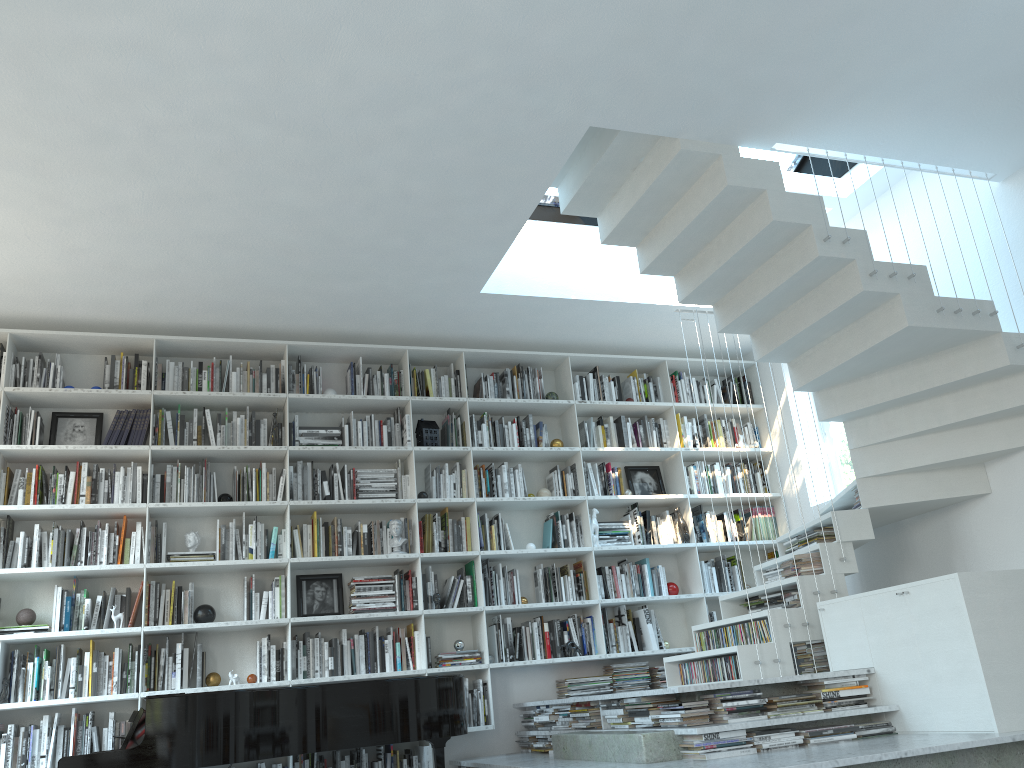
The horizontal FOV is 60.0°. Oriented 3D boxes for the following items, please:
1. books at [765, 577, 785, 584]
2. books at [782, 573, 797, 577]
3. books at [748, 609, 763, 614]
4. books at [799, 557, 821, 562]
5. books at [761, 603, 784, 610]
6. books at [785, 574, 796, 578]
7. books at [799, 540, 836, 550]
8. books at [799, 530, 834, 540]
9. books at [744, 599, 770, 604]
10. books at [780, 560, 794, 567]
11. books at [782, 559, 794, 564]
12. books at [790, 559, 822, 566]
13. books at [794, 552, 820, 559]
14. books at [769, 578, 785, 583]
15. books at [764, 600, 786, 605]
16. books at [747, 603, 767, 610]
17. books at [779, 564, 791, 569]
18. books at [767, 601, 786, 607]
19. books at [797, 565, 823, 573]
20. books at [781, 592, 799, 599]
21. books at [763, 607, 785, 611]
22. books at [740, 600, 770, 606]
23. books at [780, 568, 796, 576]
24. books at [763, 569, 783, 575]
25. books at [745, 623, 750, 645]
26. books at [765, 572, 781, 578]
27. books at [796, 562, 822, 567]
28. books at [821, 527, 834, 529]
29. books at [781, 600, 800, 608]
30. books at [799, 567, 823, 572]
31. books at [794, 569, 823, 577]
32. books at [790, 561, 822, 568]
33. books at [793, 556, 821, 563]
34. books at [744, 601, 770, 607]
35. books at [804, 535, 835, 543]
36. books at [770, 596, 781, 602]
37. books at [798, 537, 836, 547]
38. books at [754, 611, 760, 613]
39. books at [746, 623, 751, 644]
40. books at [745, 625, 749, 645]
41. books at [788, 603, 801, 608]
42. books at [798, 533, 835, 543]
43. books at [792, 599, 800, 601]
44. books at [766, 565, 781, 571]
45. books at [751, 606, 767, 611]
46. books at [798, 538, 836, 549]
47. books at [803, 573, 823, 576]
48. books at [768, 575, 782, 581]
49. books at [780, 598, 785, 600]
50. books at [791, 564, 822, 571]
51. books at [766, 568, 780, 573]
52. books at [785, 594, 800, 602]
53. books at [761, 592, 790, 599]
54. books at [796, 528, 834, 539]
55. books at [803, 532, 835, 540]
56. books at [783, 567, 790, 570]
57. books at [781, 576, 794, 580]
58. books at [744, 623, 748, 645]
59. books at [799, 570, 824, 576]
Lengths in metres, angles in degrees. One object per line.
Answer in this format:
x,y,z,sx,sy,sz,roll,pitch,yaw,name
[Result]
1.792,1.267,5.768,0.145,0.012,0.298,2,-21,-21,books
1.802,1.175,5.489,0.188,0.005,0.182,2,-21,-20,books
1.619,1.444,5.656,0.145,0.015,0.166,4,-22,-25,books
1.808,1.050,5.280,0.184,0.016,0.179,-8,-20,7,books
1.675,1.366,5.453,0.184,0.013,0.226,3,-21,-22,books
1.796,1.192,5.508,0.139,0.013,0.155,1,-21,-18,books
1.940,1.016,5.569,0.182,0.013,0.288,-3,-20,-6,books
1.945,0.954,5.593,0.174,0.009,0.241,-2,-20,-11,books
1.609,1.387,5.674,0.161,0.012,0.195,3,-21,-22,books
1.793,1.112,5.521,0.166,0.017,0.191,1,-21,-17,books
1.790,1.102,5.530,0.155,0.009,0.155,2,-21,-20,books
1.805,1.056,5.259,0.295,0.007,0.146,-10,-20,13,books
1.804,1.024,5.281,0.234,0.025,0.158,-11,-21,16,books
1.784,1.277,5.761,0.160,0.010,0.180,1,-21,-17,books
1.671,1.342,5.461,0.189,0.012,0.156,1,-21,-17,books
1.616,1.417,5.665,0.140,0.022,0.182,4,-22,-26,books
1.795,1.126,5.515,0.218,0.012,0.156,-4,-20,-4,books
1.686,1.354,5.461,0.149,0.013,0.220,0,-20,-15,books
1.808,1.089,5.248,0.214,0.014,0.139,-8,-20,6,books
1.688,1.231,5.194,0.168,0.014,0.213,-5,-20,-1,books
1.677,1.380,5.448,0.175,0.016,0.208,4,-22,-25,books
1.591,1.395,5.664,0.198,0.006,0.189,3,-22,-23,books
1.801,1.155,5.492,0.178,0.035,0.222,0,-21,-15,books
1.769,1.223,5.777,0.173,0.011,0.204,4,-22,-24,books
1.399,1.427,5.069,0.125,0.125,0.008,2,-21,-20,books
1.786,1.236,5.778,0.149,0.016,0.240,2,-21,-21,books
1.810,1.076,5.268,0.232,0.011,0.172,-11,-20,15,books
1.962,0.934,5.603,0.134,0.007,0.299,-2,-20,-11,books
1.681,1.280,5.177,0.172,0.019,0.241,-7,-20,4,books
1.813,1.105,5.256,0.222,0.011,0.181,-9,-20,10,books
1.817,1.118,5.266,0.254,0.007,0.189,-8,-20,6,books
1.806,1.062,5.257,0.295,0.007,0.146,-9,-20,9,books
1.803,1.036,5.269,0.254,0.005,0.161,-10,-20,11,books
1.608,1.403,5.668,0.160,0.009,0.208,3,-22,-23,books
1.955,0.981,5.585,0.154,0.014,0.197,-3,-20,-7,books
1.694,1.321,5.477,0.133,0.017,0.179,0,-21,-16,books
1.945,0.992,5.579,0.187,0.009,0.262,-2,-20,-10,books
1.607,1.457,5.647,0.159,0.012,0.226,-1,-20,-12,books
1.402,1.424,5.060,0.125,0.125,0.010,2,-21,-20,books
1.397,1.430,5.075,0.125,0.125,0.008,2,-21,-20,books
1.703,1.295,5.171,0.136,0.017,0.289,-6,-20,2,books
1.943,0.972,5.586,0.176,0.007,0.255,-1,-20,-12,books
1.696,1.267,5.181,0.161,0.007,0.255,-5,-20,-1,books
1.779,1.198,5.790,0.157,0.014,0.181,2,-21,-21,books
1.625,1.432,5.663,0.132,0.010,0.199,0,-21,-16,books
1.938,1.003,5.574,0.191,0.014,0.244,-3,-20,-7,books
1.818,1.137,5.254,0.206,0.012,0.184,-8,-20,6,books
1.792,1.252,5.774,0.143,0.019,0.231,2,-21,-21,books
1.700,1.333,5.475,0.129,0.008,0.186,2,-21,-21,books
1.807,1.079,5.251,0.295,0.006,0.147,-10,-20,13,books
1.778,1.211,5.784,0.157,0.014,0.181,3,-22,-23,books
1.702,1.250,5.187,0.141,0.028,0.223,-5,-20,-2,books
1.669,1.305,5.474,0.177,0.014,0.194,4,-22,-25,books
1.936,0.944,5.595,0.191,0.013,0.244,-2,-20,-9,books
1.956,0.962,5.592,0.144,0.011,0.258,-1,-20,-13,books
1.790,1.144,5.529,0.159,0.012,0.129,-4,-20,-6,books
1.802,1.199,5.490,0.200,0.014,0.178,0,-21,-15,books
1.394,1.433,5.082,0.125,0.125,0.007,2,-21,-20,books
1.815,1.124,5.253,0.215,0.013,0.190,-10,-20,11,books
